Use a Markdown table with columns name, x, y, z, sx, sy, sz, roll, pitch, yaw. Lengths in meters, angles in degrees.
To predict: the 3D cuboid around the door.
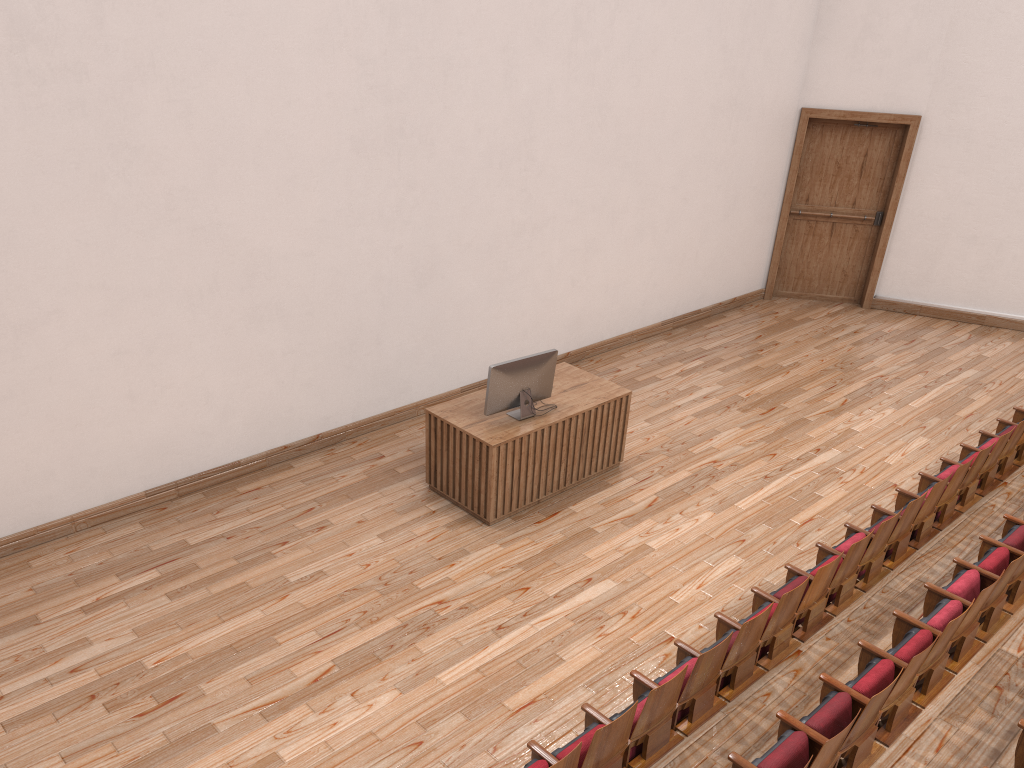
| name | x | y | z | sx | sy | sz | roll | pitch | yaw |
| --- | --- | --- | --- | --- | --- | --- | --- | --- | --- |
| door | 0.414 | -0.220 | 1.124 | 0.140 | 0.253 | 0.023 | 6 | 29 | 5 |

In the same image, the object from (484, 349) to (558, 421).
| name | x | y | z | sx | sy | sz | roll | pitch | yaw |
| --- | --- | --- | --- | --- | --- | --- | --- | --- | --- |
| object | 0.010 | -0.005 | 0.680 | 0.087 | 0.051 | 0.039 | -20 | 35 | -38 |

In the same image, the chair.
| name | x | y | z | sx | sy | sz | roll | pitch | yaw |
| --- | --- | --- | --- | --- | --- | --- | --- | --- | --- |
| chair | 0.486 | 0.101 | 0.290 | 1.155 | 0.394 | 0.747 | -20 | 34 | -39 |

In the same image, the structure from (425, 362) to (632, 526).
| name | x | y | z | sx | sy | sz | roll | pitch | yaw |
| --- | --- | --- | --- | --- | --- | --- | --- | --- | --- |
| structure | 0.015 | 0.045 | 0.722 | 0.153 | 0.075 | 0.076 | -20 | 35 | -38 |
